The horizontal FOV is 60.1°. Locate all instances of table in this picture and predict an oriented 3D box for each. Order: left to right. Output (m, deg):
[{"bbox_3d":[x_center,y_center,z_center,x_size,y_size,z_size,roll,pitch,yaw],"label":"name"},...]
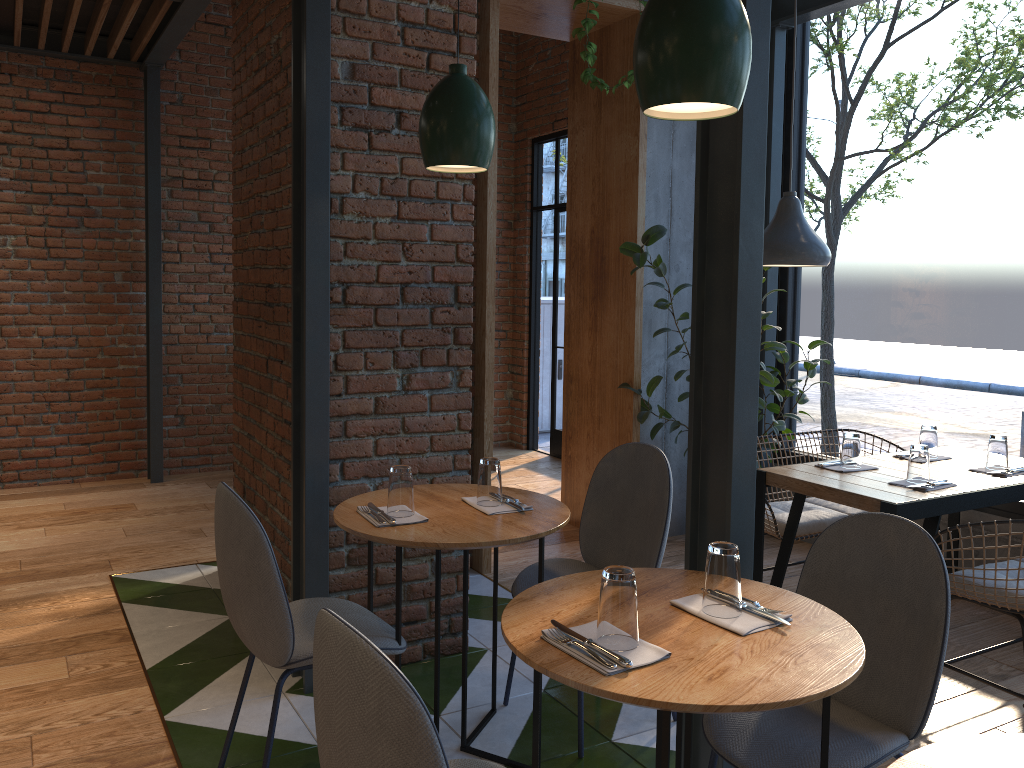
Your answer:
[{"bbox_3d":[-0.182,0.745,2.663,0.700,0.745,0.701,2,5,16],"label":"table"},{"bbox_3d":[0.322,0.847,1.785,0.699,0.745,0.702,2,5,12],"label":"table"},{"bbox_3d":[1.668,0.696,3.581,1.272,0.704,0.660,-2,6,-30],"label":"table"},{"bbox_3d":[0.766,0.937,1.014,0.699,0.745,0.702,-1,5,-20],"label":"table"}]

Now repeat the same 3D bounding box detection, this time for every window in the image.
[{"bbox_3d":[0.720,-0.663,6.789,0.097,2.692,2.142,-1,5,-30],"label":"window"},{"bbox_3d":[3.724,-1.898,1.470,0.127,5.582,8.747,-1,6,-30],"label":"window"}]

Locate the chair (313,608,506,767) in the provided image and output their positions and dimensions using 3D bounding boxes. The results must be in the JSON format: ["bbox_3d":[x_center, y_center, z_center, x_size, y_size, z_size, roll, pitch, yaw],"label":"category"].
[{"bbox_3d":[-0.088,0.796,1.550,0.508,0.885,0.419,-2,5,-34],"label":"chair"}]

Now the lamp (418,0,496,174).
[{"bbox_3d":[-0.145,-1.631,2.521,0.224,2.016,0.224,-1,4,-26],"label":"lamp"}]

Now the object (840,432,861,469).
[{"bbox_3d":[1.360,0.265,3.551,0.080,0.138,0.080,0,4,-14],"label":"object"}]

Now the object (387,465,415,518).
[{"bbox_3d":[-0.319,0.306,2.545,0.080,0.138,0.080,1,4,7],"label":"object"}]

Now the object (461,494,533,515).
[{"bbox_3d":[-0.042,0.361,2.688,0.157,0.019,0.243,-2,7,-26],"label":"object"}]

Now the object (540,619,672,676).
[{"bbox_3d":[0.164,0.476,1.647,0.157,0.019,0.243,-3,7,-33],"label":"object"}]

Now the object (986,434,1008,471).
[{"bbox_3d":[1.951,0.273,3.559,0.080,0.138,0.080,5,6,43],"label":"object"}]

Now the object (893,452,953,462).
[{"bbox_3d":[1.778,0.308,3.822,0.243,0.019,0.158,-3,7,-29],"label":"object"}]

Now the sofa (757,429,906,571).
[{"bbox_3d":[1.384,0.625,4.074,1.092,0.731,0.472,-2,5,-30],"label":"sofa"}]

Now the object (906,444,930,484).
[{"bbox_3d":[1.512,0.295,3.292,0.080,0.138,0.080,2,4,20],"label":"object"}]

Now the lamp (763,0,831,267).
[{"bbox_3d":[1.218,-2.741,3.675,0.353,4.477,0.354,-1,4,-25],"label":"lamp"}]

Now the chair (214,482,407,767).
[{"bbox_3d":[-0.553,0.692,2.449,0.508,0.885,0.419,-1,4,-29],"label":"chair"}]

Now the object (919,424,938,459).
[{"bbox_3d":[1.784,0.245,3.794,0.080,0.138,0.080,4,5,33],"label":"object"}]

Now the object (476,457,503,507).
[{"bbox_3d":[-0.068,0.295,2.685,0.080,0.138,0.080,-3,6,-43],"label":"object"}]

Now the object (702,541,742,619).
[{"bbox_3d":[0.430,0.397,1.807,0.080,0.138,0.080,-1,4,-20],"label":"object"}]

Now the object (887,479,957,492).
[{"bbox_3d":[1.506,0.364,3.265,0.243,0.019,0.158,-3,7,-33],"label":"object"}]

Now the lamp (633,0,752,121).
[{"bbox_3d":[0.358,-1.529,1.645,0.224,2.016,0.224,-1,4,-26],"label":"lamp"}]

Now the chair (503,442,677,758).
[{"bbox_3d":[0.261,0.655,2.910,0.508,0.885,0.419,-2,5,-34],"label":"chair"}]

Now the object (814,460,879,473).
[{"bbox_3d":[1.359,0.328,3.581,0.243,0.019,0.158,-2,7,-26],"label":"object"}]

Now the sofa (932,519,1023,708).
[{"bbox_3d":[1.945,0.739,3.097,1.092,0.731,0.472,-2,5,-30],"label":"sofa"}]

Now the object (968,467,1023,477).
[{"bbox_3d":[1.943,0.342,3.532,0.243,0.019,0.158,-3,7,-30],"label":"object"}]

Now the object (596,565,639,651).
[{"bbox_3d":[0.196,0.411,1.638,0.080,0.138,0.080,2,4,10],"label":"object"}]

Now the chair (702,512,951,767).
[{"bbox_3d":[0.695,0.760,1.993,0.508,0.885,0.419,-1,4,-29],"label":"chair"}]

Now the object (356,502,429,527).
[{"bbox_3d":[-0.351,0.370,2.557,0.157,0.019,0.243,-2,7,-26],"label":"object"}]

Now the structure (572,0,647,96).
[{"bbox_3d":[0.411,-1.874,4.146,0.513,0.966,0.666,-2,5,-38],"label":"structure"}]

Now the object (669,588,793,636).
[{"bbox_3d":[0.455,0.462,1.814,0.157,0.019,0.243,-3,7,-33],"label":"object"}]

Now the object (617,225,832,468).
[{"bbox_3d":[1.110,0.024,4.740,1.018,1.767,1.065,3,5,29],"label":"object"}]
